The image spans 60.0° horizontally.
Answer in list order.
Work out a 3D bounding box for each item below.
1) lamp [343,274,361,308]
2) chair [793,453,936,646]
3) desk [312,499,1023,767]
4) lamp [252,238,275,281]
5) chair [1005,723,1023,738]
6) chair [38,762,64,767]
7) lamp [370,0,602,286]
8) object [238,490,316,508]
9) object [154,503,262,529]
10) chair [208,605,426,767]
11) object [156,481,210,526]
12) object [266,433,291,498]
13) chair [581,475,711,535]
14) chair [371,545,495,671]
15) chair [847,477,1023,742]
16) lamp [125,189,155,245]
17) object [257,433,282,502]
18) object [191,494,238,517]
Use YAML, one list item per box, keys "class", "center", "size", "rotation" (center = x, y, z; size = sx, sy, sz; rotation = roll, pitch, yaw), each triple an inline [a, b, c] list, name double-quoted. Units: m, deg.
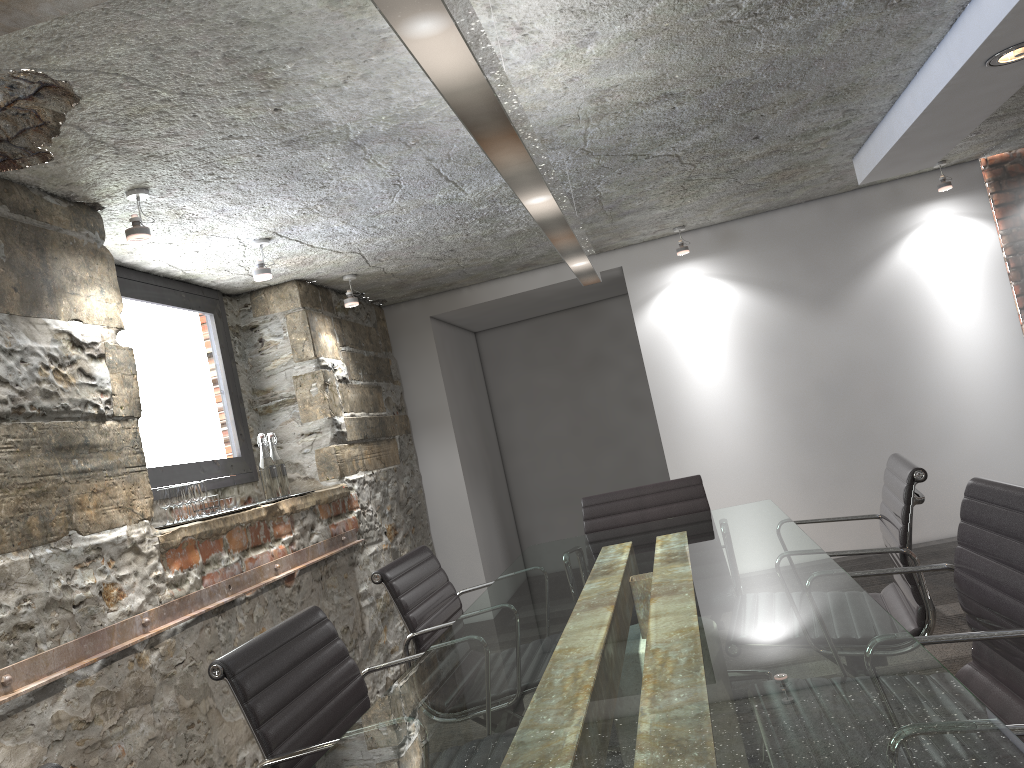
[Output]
- class: "lamp"
  center: [-0.858, -0.495, 4.717]
  size: [0.077, 0.165, 0.098]
  rotation: [-15, -5, 42]
- class: "chair"
  center: [0.923, 0.678, 2.511]
  size: [0.667, 0.837, 0.693]
  rotation: [-13, -3, 8]
- class: "desk"
  center: [0.301, 0.831, 1.730]
  size: [0.909, 0.711, 3.154]
  rotation: [-13, -3, 10]
- class: "lamp"
  center: [-1.041, -0.517, 3.690]
  size: [0.077, 0.165, 0.098]
  rotation: [-15, -5, 42]
- class: "chair"
  center: [0.567, 0.650, 0.760]
  size: [0.667, 0.837, 0.693]
  rotation: [-12, -3, 1]
- class: "chair"
  center: [-0.287, 0.843, 0.898]
  size: [0.667, 0.837, 0.693]
  rotation: [-12, -3, -3]
- class: "lamp"
  center: [-0.027, -0.666, 1.819]
  size: [0.073, 0.524, 3.159]
  rotation: [-13, -3, 10]
- class: "object"
  center: [-1.090, 0.522, 3.912]
  size: [0.310, 0.007, 0.457]
  rotation: [-13, -3, 10]
- class: "object"
  center: [-1.189, 0.510, 3.357]
  size: [0.310, 0.007, 0.457]
  rotation: [-13, -3, 10]
- class: "chair"
  center: [-0.166, 0.872, 1.825]
  size: [0.667, 0.837, 0.693]
  rotation: [-12, -3, 0]
- class: "object"
  center: [-1.207, 0.438, 3.257]
  size: [0.108, 0.131, 0.218]
  rotation: [-13, -3, 8]
- class: "object"
  center: [-1.050, 0.366, 3.960]
  size: [0.073, 0.300, 0.073]
  rotation: [-11, -4, -22]
- class: "chair"
  center: [0.532, 0.800, 3.150]
  size: [0.693, 0.837, 0.667]
  rotation: [-12, -3, 2]
- class: "chair"
  center: [0.005, 0.887, 2.688]
  size: [0.667, 0.837, 0.693]
  rotation: [-12, -3, 1]
- class: "chair"
  center: [0.778, 0.659, 1.677]
  size: [0.667, 0.837, 0.693]
  rotation: [-12, -3, -1]
- class: "lamp"
  center: [-1.194, -0.535, 2.833]
  size: [0.077, 0.165, 0.098]
  rotation: [-15, -5, 42]
- class: "object"
  center: [-1.067, 0.364, 3.869]
  size: [0.073, 0.300, 0.073]
  rotation: [-11, -4, -22]
- class: "object"
  center: [-1.170, 0.473, 3.469]
  size: [0.111, 0.072, 0.191]
  rotation: [-13, -3, 17]
